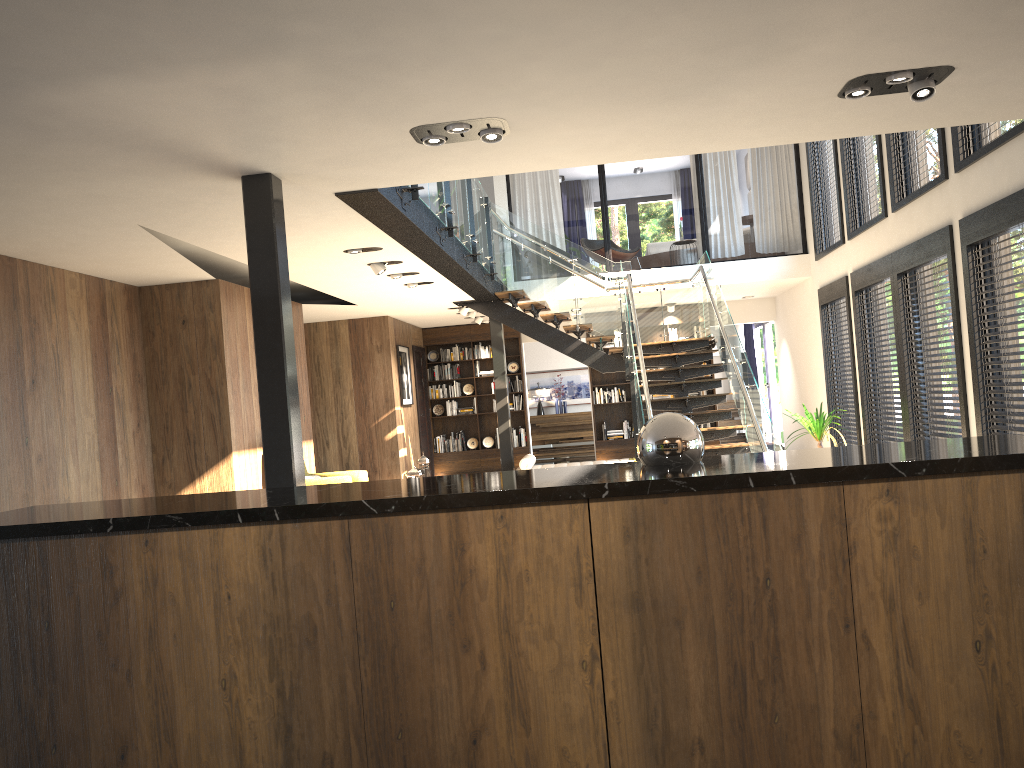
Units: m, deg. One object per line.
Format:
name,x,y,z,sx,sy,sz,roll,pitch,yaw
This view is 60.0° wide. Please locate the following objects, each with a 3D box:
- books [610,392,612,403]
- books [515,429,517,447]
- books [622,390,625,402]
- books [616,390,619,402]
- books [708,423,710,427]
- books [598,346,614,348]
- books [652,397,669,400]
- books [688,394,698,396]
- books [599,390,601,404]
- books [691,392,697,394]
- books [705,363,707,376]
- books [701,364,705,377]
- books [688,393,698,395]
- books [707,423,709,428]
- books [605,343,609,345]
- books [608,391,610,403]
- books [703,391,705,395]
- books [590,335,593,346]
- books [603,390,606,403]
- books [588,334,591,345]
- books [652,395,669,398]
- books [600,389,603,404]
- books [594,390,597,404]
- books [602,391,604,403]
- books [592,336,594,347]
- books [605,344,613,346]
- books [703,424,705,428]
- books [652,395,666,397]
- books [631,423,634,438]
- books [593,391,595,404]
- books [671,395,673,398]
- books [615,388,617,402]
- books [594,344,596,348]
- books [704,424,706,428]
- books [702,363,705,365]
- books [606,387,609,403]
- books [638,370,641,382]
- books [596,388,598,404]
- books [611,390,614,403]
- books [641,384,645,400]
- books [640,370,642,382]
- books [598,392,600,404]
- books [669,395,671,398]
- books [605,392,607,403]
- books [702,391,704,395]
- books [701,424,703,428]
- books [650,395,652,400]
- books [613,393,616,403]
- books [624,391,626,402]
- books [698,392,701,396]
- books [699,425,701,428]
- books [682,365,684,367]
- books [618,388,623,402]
books,1.700,0.228,15.233,0.033,0.193,0.172,-5,-1,6
books,0.068,0.942,15.396,0.011,0.300,0.154,-5,-1,6
books,1.907,0.202,15.197,0.028,0.210,0.169,-5,-1,6
books,1.815,0.213,15.223,0.030,0.205,0.170,-5,-1,6
books,3.330,0.684,15.016,0.025,0.274,0.204,-5,-1,6
books,1.618,-0.632,15.235,0.268,0.026,0.156,-5,-1,10
books,2.527,0.242,15.120,0.274,0.025,0.156,-5,-1,3
books,3.016,0.199,15.058,0.288,0.026,0.175,-5,-1,10
books,1.518,0.217,15.254,0.023,0.245,0.159,-5,-1,6
books,3.015,0.154,15.079,0.247,0.022,0.148,-5,-1,6
books,3.296,-0.239,15.081,0.023,0.225,0.146,-5,-1,6
books,3.244,-0.231,15.079,0.026,0.219,0.156,-5,-1,6
books,3.016,0.175,15.070,0.274,0.022,0.156,-5,-1,3
books,3.309,0.696,15.025,0.023,0.254,0.191,-5,-1,6
books,1.615,-0.683,15.239,0.251,0.026,0.148,-5,-1,10
books,1.672,0.219,15.242,0.021,0.216,0.170,-5,-1,6
books,3.246,0.067,15.026,0.026,0.251,0.178,-5,-1,6
books,1.366,-0.724,15.262,0.032,0.250,0.167,-5,-1,6
books,1.594,0.220,15.241,0.028,0.227,0.136,-5,-1,6
books,1.338,-0.728,15.273,0.026,0.263,0.156,-5,-1,6
books,2.524,0.216,15.118,0.275,0.025,0.156,-5,-1,2
books,1.541,0.208,15.233,0.029,0.258,0.181,-5,-1,6
books,1.439,0.228,15.278,0.028,0.237,0.134,-5,-1,6
books,1.570,0.232,15.243,0.022,0.207,0.130,-5,-1,6
books,1.393,-0.710,15.251,0.021,0.217,0.180,-5,-1,6
books,1.617,-0.658,15.238,0.273,0.025,0.156,-5,-1,3
books,3.237,0.673,15.034,0.027,0.311,0.149,-5,-1,6
books,2.522,0.192,15.115,0.261,0.024,0.167,-5,-1,3
books,2.074,0.800,15.207,0.075,0.254,0.181,-5,-1,6
books,1.412,0.236,15.276,0.025,0.227,0.156,-5,-1,6
books,2.712,0.123,15.113,0.037,0.232,0.231,-5,-1,6
books,1.782,0.189,15.202,0.029,0.256,0.167,-5,-1,6
books,1.417,-0.719,15.238,0.030,0.231,0.200,-5,-1,6
books,3.265,0.693,15.041,0.023,0.267,0.147,-5,-1,6
books,3.269,-0.244,15.067,0.028,0.240,0.187,-5,-1,6
books,1.644,0.193,15.231,0.029,0.272,0.152,-5,-1,6
books,2.175,-0.149,15.147,0.027,0.228,0.208,-5,-1,6
books,1.462,0.203,15.242,0.028,0.282,0.169,-5,-1,6
books,1.729,0.211,15.217,0.030,0.222,0.190,-5,-1,6
books,2.235,0.136,15.147,0.030,0.284,0.176,-5,-1,6
books,2.202,-0.157,15.153,0.027,0.239,0.153,-5,-1,6
books,1.493,0.242,15.237,0.028,0.199,0.175,-5,-1,6
books,2.679,0.110,15.106,0.026,0.263,0.156,-5,-1,6
books,1.620,0.233,15.230,0.024,0.197,0.173,-5,-1,6
books,3.224,0.072,15.050,0.023,0.246,0.147,-5,-1,6
books,3.208,0.668,15.035,0.030,0.326,0.195,-5,-1,6
books,2.373,0.136,15.136,0.067,0.261,0.159,-5,-1,6
books,1.760,0.234,15.226,0.027,0.171,0.146,-5,-1,6
books,1.937,0.213,15.237,0.022,0.185,0.127,-5,-1,6
books,3.171,0.077,15.037,0.030,0.244,0.176,-5,-1,6
books,3.184,0.710,15.036,0.026,0.247,0.149,-5,-1,6
books,2.922,-0.216,15.130,0.025,0.243,0.119,-5,-1,6
books,1.857,0.193,15.200,0.070,0.236,0.206,-5,-1,6
